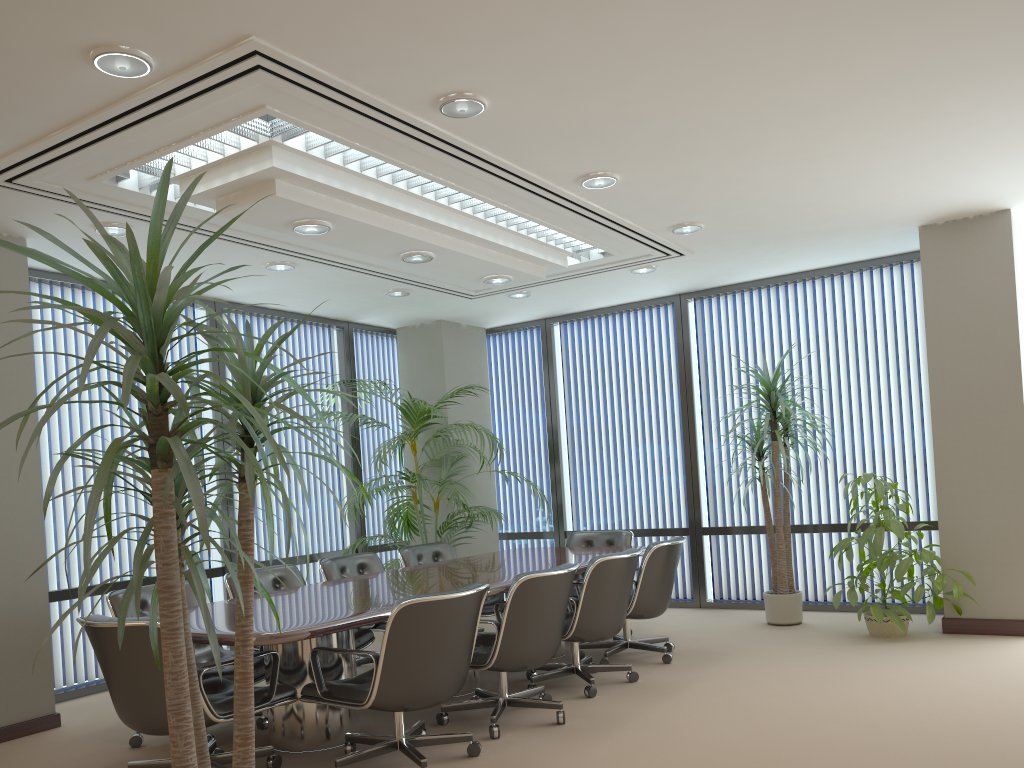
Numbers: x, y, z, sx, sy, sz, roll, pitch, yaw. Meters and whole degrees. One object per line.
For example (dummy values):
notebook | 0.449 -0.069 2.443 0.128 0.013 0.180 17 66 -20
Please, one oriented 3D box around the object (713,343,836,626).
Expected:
object | 2.228 0.859 7.368 1.018 2.309 1.033 -4 -1 8

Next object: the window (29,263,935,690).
window | -0.323 0.772 8.436 7.363 2.907 3.552 -3 -4 -12

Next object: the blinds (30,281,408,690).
blinds | -2.178 0.839 8.019 0.032 2.899 4.897 -4 -4 33

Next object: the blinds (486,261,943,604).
blinds | 1.489 0.686 8.782 4.952 2.903 0.050 -7 -2 33

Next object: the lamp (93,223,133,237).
lamp | -2.440 -0.939 5.398 0.225 0.035 0.226 1 -8 -40

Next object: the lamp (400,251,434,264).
lamp | -0.621 -0.825 5.788 0.225 0.035 0.227 0 -7 -33

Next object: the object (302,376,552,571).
object | -0.865 1.076 8.368 2.162 2.473 2.100 -2 -4 -36

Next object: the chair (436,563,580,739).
chair | -0.024 1.460 4.968 0.856 0.857 0.758 -6 -4 33

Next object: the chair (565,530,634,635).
chair | 0.643 1.694 7.455 0.762 0.857 0.852 -6 -4 33

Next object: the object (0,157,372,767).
object | -0.714 0.492 1.985 0.806 1.829 0.818 -4 -1 8

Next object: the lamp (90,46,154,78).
lamp | -1.490 -1.226 3.374 0.226 0.035 0.225 -8 -8 36

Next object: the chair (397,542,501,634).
chair | -0.468 1.746 7.279 0.856 0.857 0.758 -6 -4 38

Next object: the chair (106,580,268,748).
chair | -1.854 1.598 5.144 0.855 0.857 0.759 -5 -3 28

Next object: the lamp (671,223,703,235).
lamp | 1.229 -1.087 6.201 0.225 0.035 0.227 0 -7 -33

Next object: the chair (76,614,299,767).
chair | -1.515 1.463 4.124 0.762 0.857 0.852 -6 -4 33

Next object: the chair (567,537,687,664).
chair | 0.851 1.562 6.393 0.855 0.857 0.735 -5 -3 28

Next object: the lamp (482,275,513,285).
lamp | -0.108 -0.770 6.580 0.225 0.035 0.227 0 -7 -33

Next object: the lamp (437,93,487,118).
lamp | -0.224 -1.243 3.957 0.226 0.035 0.225 -6 -7 22

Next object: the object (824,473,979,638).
object | 2.860 1.309 6.622 0.979 1.310 0.859 -4 -2 3

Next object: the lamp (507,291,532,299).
lamp | 0.067 -0.807 8.037 0.226 0.035 0.225 -9 -8 43

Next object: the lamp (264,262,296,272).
lamp | -1.713 -0.861 6.520 0.225 0.035 0.227 0 -7 -33

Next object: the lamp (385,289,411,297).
lamp | -0.987 -0.783 7.641 0.225 0.035 0.227 0 -7 -33

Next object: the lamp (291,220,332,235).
lamp | -1.135 -0.880 4.995 0.225 0.035 0.226 1 -8 -40

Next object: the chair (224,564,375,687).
chair | -1.426 1.652 5.879 0.856 0.857 0.758 -6 -4 33

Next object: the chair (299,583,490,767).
chair | -0.540 1.414 4.253 0.861 0.857 0.753 -6 -4 37

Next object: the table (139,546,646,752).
table | -0.466 1.635 5.796 1.514 0.747 4.072 -7 -7 32

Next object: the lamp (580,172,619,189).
lamp | 0.503 -1.165 5.079 0.225 0.035 0.227 0 -7 -33

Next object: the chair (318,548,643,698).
chair | -0.264 1.606 6.135 2.539 0.856 0.758 -7 -4 33

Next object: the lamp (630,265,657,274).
lamp | 1.097 -0.948 7.368 0.226 0.035 0.225 -6 -7 22
